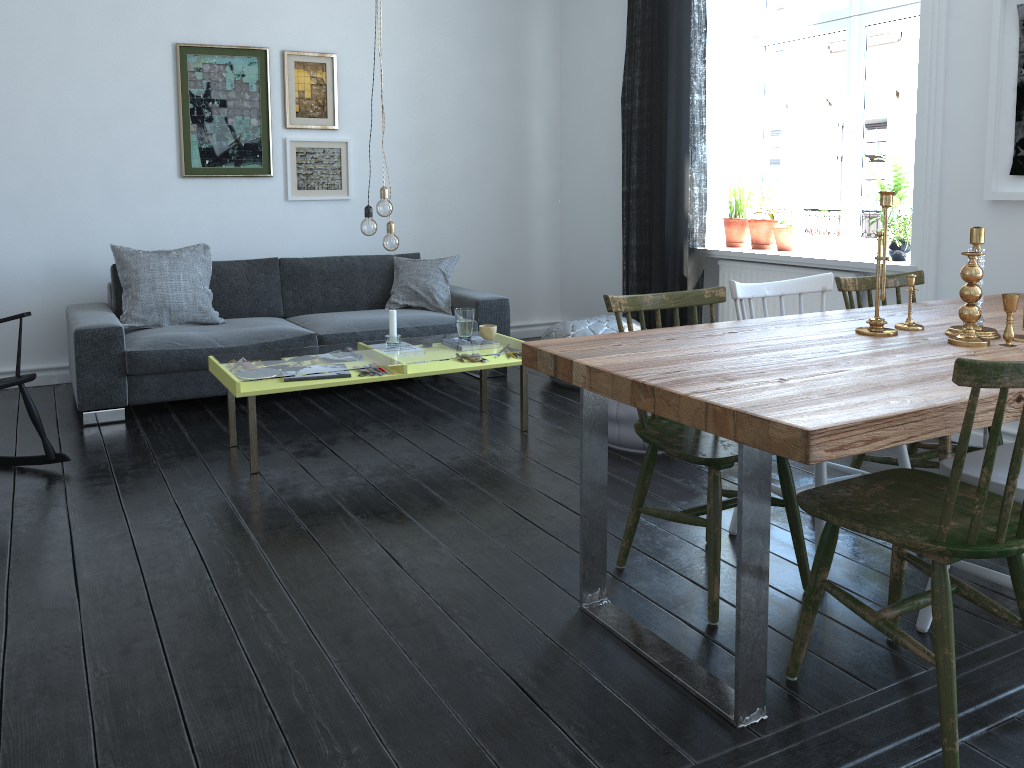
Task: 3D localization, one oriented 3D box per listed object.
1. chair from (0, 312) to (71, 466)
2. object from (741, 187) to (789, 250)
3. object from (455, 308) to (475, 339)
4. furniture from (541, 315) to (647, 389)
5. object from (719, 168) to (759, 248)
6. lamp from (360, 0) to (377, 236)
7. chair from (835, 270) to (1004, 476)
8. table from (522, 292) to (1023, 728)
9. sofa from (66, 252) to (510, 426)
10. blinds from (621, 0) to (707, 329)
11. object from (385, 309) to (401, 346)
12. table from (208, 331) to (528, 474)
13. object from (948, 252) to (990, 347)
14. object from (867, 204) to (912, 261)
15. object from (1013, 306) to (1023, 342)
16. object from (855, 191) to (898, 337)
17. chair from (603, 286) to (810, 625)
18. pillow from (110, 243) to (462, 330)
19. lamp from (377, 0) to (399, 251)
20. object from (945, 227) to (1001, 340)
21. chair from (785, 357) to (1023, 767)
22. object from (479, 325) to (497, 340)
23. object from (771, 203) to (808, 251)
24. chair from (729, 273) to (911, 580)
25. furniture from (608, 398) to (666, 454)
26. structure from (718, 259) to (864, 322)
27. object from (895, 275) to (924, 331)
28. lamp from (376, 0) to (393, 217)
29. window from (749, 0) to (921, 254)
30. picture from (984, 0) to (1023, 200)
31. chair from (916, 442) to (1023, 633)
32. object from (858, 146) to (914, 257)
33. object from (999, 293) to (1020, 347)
[{"bbox_3d":[-2.315,-0.114,3.438,0.906,0.992,0.621,2,8,16],"label":"chair"},{"bbox_3d":[1.509,-0.988,5.236,0.235,0.365,0.262,-3,8,-16],"label":"object"},{"bbox_3d":[-0.233,-0.296,4.337,0.098,0.144,0.099,3,9,22],"label":"object"},{"bbox_3d":[0.502,-0.208,5.215,0.682,0.377,0.689,-6,12,-28],"label":"furniture"},{"bbox_3d":[1.414,-1.092,5.414,0.302,0.492,0.336,7,11,44],"label":"object"},{"bbox_3d":[-0.627,-1.385,3.794,0.086,1.478,0.075,2,6,23],"label":"lamp"},{"bbox_3d":[1.406,0.045,3.022,0.469,0.817,0.491,-5,9,-30],"label":"chair"},{"bbox_3d":[1.246,0.212,2.518,2.236,0.706,1.031,-7,12,-28],"label":"table"},{"bbox_3d":[-1.286,-0.370,5.199,2.383,0.713,1.098,-7,12,-28],"label":"sofa"},{"bbox_3d":[0.900,-1.582,5.442,0.112,2.935,0.812,-4,7,-29],"label":"blinds"},{"bbox_3d":[-0.562,-0.268,4.160,0.074,0.171,0.075,0,7,6],"label":"object"},{"bbox_3d":[-0.593,0.052,4.011,1.406,0.394,0.608,-7,12,-28],"label":"table"},{"bbox_3d":[1.224,-0.227,2.349,0.101,0.244,0.102,-1,7,-5],"label":"object"},{"bbox_3d":[1.910,-0.750,4.315,0.286,0.291,0.288,-4,10,-24],"label":"object"},{"bbox_3d":[1.412,-0.174,2.411,0.103,0.112,0.103,-8,12,-42],"label":"object"},{"bbox_3d":[1.051,-0.346,2.522,0.114,0.405,0.114,2,7,23],"label":"object"},{"bbox_3d":[0.561,0.156,2.543,0.469,0.816,0.491,-5,9,-30],"label":"chair"},{"bbox_3d":[-1.280,-0.630,5.300,2.061,0.486,0.485,-6,11,-24],"label":"pillow"},{"bbox_3d":[-0.545,-1.328,3.860,0.074,1.478,0.090,-1,6,-4],"label":"lamp"},{"bbox_3d":[1.302,-0.287,2.477,0.140,0.307,0.142,1,7,14],"label":"object"},{"bbox_3d":[0.915,0.298,1.891,0.469,0.817,0.491,-5,9,-30],"label":"chair"},{"bbox_3d":[-0.118,-0.251,4.315,0.087,0.066,0.088,0,10,0],"label":"object"},{"bbox_3d":[1.589,-0.902,5.055,0.195,0.274,0.179,4,9,28],"label":"object"},{"bbox_3d":[0.966,0.088,2.803,0.468,0.831,0.515,-4,9,-28],"label":"chair"},{"bbox_3d":[0.644,0.066,4.011,0.613,0.413,0.622,-7,13,-34],"label":"furniture"},{"bbox_3d":[1.511,-0.340,4.854,0.073,0.619,1.079,-4,11,-28],"label":"structure"},{"bbox_3d":[1.182,-0.243,2.613,0.080,0.158,0.081,2,8,19],"label":"object"},{"bbox_3d":[-0.566,-1.471,3.807,0.074,1.478,0.075,2,6,18],"label":"lamp"},{"bbox_3d":[1.888,-1.724,4.881,0.107,1.960,1.588,-4,9,-28],"label":"window"},{"bbox_3d":[2.189,-1.152,3.393,0.083,0.876,0.696,-4,9,-28],"label":"picture"},{"bbox_3d":[1.355,0.239,2.109,0.468,0.831,0.515,-4,9,-28],"label":"chair"},{"bbox_3d":[1.936,-0.923,4.489,0.329,0.558,0.398,3,9,25],"label":"object"},{"bbox_3d":[1.315,-0.168,2.327,0.049,0.137,0.050,-4,8,-28],"label":"object"}]
